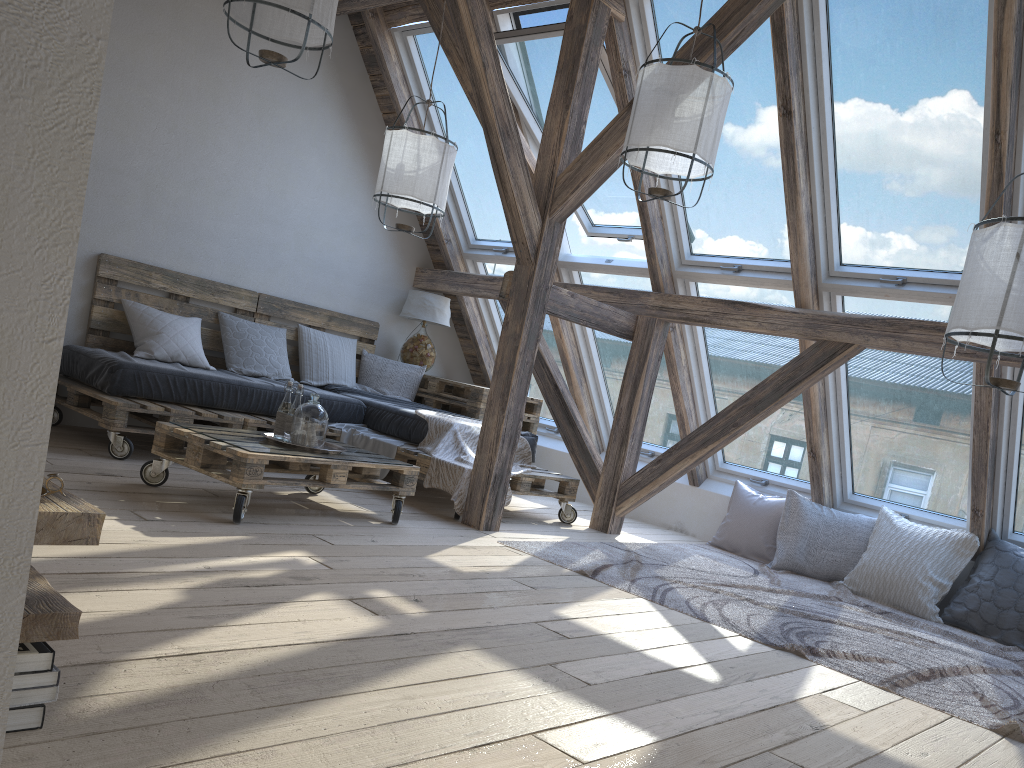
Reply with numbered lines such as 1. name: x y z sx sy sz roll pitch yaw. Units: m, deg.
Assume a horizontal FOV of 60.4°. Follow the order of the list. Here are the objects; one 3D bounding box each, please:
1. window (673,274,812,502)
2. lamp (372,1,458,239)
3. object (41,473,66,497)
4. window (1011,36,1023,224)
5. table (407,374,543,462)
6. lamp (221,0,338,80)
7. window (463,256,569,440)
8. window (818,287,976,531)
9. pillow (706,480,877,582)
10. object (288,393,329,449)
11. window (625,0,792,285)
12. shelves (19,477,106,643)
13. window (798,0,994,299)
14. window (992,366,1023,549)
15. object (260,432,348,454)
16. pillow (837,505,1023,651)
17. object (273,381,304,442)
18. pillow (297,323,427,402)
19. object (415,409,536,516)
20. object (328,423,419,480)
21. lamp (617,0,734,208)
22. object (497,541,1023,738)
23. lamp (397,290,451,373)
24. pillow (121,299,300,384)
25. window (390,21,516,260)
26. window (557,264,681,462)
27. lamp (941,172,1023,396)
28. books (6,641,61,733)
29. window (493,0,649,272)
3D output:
1. window: 1.512 0.028 5.478 0.840 1.291 1.104 16 6 42
2. lamp: -0.436 -1.580 4.749 0.401 1.535 0.401 11 6 -7
3. object: -0.750 0.104 1.286 0.138 0.114 0.140 13 3 24
4. window: 2.429 -1.001 3.390 0.840 1.291 1.104 16 6 42
5. table: -0.414 0.342 6.639 1.000 0.709 0.680 14 4 42
6. lamp: -0.787 -1.725 3.223 0.409 1.096 0.394 11 6 -7
7. window: 0.185 -0.256 6.676 0.840 1.291 1.104 16 6 42
8. window: 2.176 0.170 4.879 0.840 1.291 1.104 16 6 42
9. pillow: 1.761 0.930 5.449 1.117 0.530 0.437 13 4 34
10. object: -0.897 0.164 3.916 0.155 0.250 0.155 13 5 10
11. window: 1.102 -1.285 4.588 0.840 1.291 1.104 16 6 42
12. shelves: -1.278 0.281 1.806 1.576 0.455 0.333 13 4 41
13. window: 1.766 -1.143 3.989 0.840 1.291 1.104 16 6 42
14. window: 2.839 0.312 4.280 0.840 1.291 1.104 16 6 42
15. object: -0.948 0.272 4.011 0.398 0.022 0.388 12 0 -29
16. pillow: 2.468 1.045 4.778 1.251 0.569 0.471 13 4 42
17. object: -1.013 0.127 4.022 0.151 0.271 0.071 17 8 41
18. pillow: -1.086 -0.127 6.227 0.977 0.404 0.379 12 3 -32
19. object: -0.126 0.485 5.074 0.816 0.478 0.994 12 1 -18
20. object: -0.875 0.410 5.381 0.700 0.280 0.507 13 2 26
21. lamp: 0.762 -1.429 3.676 0.397 1.320 0.405 14 7 18
22. object: 1.790 1.144 4.072 3.134 0.057 2.207 12 0 42
23. lamp: -0.929 -0.071 6.697 0.812 1.299 0.389 14 7 27
24. pillow: -1.793 -0.265 5.383 0.345 0.358 1.139 15 2 42
25. window: -0.225 -1.569 5.785 0.840 1.291 1.104 16 6 42
26. window: 0.849 -0.114 6.077 0.840 1.291 1.104 16 6 42
27. lamp: 1.779 -0.909 2.737 0.401 1.917 0.400 11 7 -7
28. books: -1.009 0.431 1.556 0.354 0.267 0.293 14 4 42
29. window: 0.469 -1.421 5.221 0.840 1.290 1.361 16 5 42
